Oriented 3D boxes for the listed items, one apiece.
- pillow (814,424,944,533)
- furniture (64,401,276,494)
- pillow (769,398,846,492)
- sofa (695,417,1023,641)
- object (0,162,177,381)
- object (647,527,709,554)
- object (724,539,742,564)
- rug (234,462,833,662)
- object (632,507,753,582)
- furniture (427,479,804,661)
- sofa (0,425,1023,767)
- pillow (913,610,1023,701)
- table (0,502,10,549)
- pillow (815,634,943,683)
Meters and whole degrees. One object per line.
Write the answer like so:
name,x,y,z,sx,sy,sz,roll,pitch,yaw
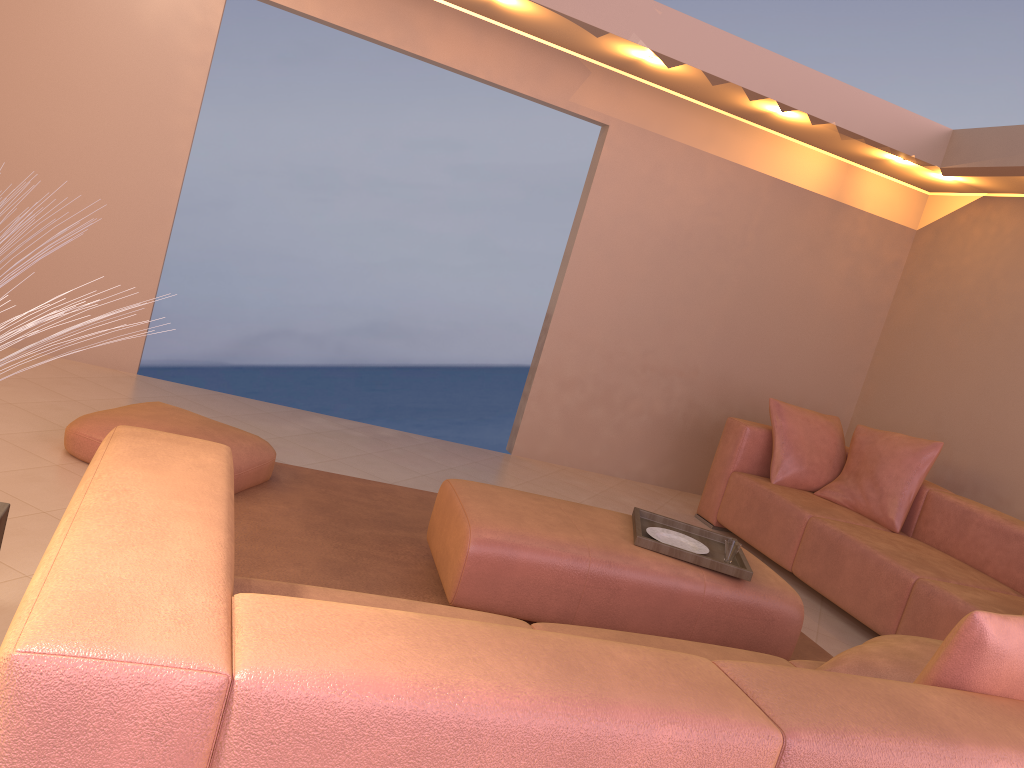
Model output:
pillow,2.060,0.488,4.967,0.302,0.528,0.582,11,9,-36
furniture,-1.365,0.252,3.608,0.699,0.226,0.659,18,7,10
pillow,1.763,0.403,5.266,0.554,0.486,0.335,13,8,-23
sofa,2.039,0.889,4.343,0.943,0.672,2.781,14,8,-20
object,-1.012,-0.060,1.327,0.703,0.634,0.700,20,8,26
object,0.608,0.584,3.272,0.240,0.018,0.240,21,9,33
object,0.780,0.609,3.177,0.061,0.091,0.061,11,9,-35
rug,0.018,0.756,3.514,2.626,0.005,1.833,14,8,-20
object,0.660,0.589,3.315,0.421,0.034,0.436,17,7,5
furniture,0.365,0.676,3.317,1.291,0.301,0.685,14,8,-15
sofa,0.508,0.777,1.820,2.781,0.672,0.943,14,8,-20
pillow,0.952,0.628,1.764,0.470,0.468,0.211,13,8,-25
table,-1.186,0.431,1.476,0.469,0.436,0.415,14,8,-20
pillow,1.127,0.716,2.253,0.514,0.292,0.517,22,9,39
